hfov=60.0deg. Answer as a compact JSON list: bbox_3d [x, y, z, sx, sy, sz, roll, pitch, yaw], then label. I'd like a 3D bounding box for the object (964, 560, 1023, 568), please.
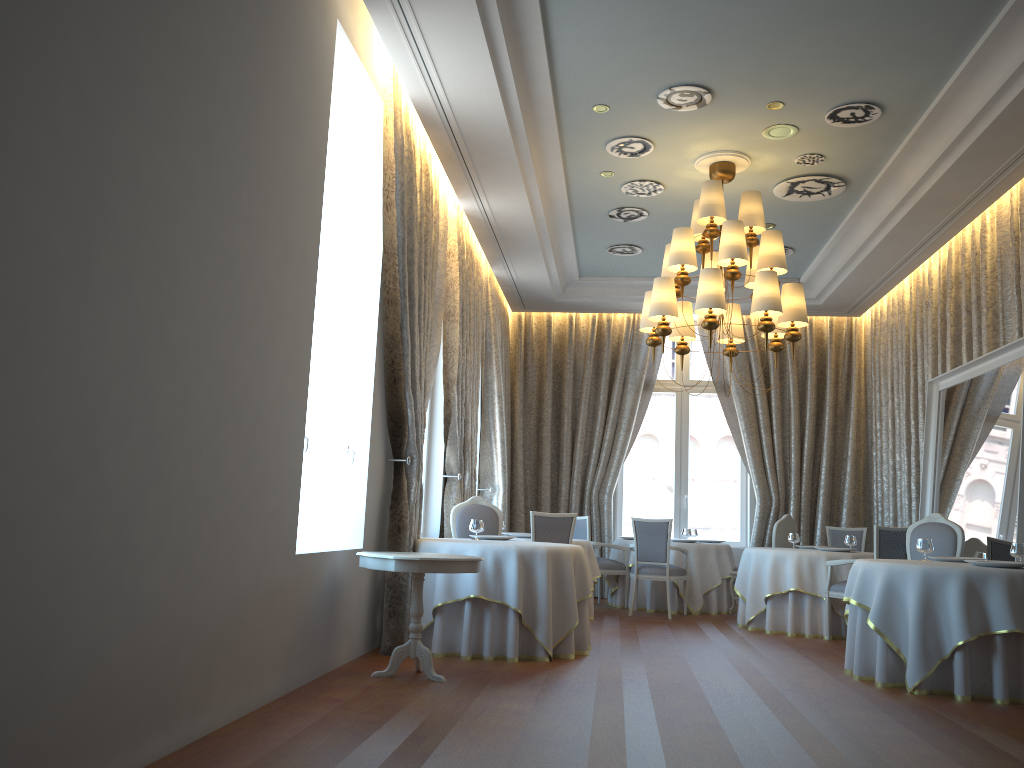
[{"bbox_3d":[3.297,1.220,6.010,0.419,0.036,0.419,2,-9,5],"label":"object"}]

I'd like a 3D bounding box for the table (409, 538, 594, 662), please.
[{"bbox_3d":[-0.161,1.731,7.232,1.663,0.890,1.667,3,-9,-4],"label":"table"}]

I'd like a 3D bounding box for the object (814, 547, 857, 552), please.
[{"bbox_3d":[3.332,1.703,9.121,0.419,0.036,0.419,2,-9,5],"label":"object"}]

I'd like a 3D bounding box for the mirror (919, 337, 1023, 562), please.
[{"bbox_3d":[4.096,1.057,7.897,0.385,2.564,2.251,1,-9,7],"label":"mirror"}]

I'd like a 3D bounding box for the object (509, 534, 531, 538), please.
[{"bbox_3d":[0.171,1.616,9.429,0.419,0.036,0.419,2,-9,5],"label":"object"}]

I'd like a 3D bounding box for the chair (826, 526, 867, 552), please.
[{"bbox_3d":[3.960,2.257,10.562,0.650,1.108,0.629,-2,-10,27],"label":"chair"}]

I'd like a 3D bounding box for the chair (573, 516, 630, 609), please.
[{"bbox_3d":[1.056,2.218,11.107,0.629,1.108,0.650,7,-10,-28],"label":"chair"}]

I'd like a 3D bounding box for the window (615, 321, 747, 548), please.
[{"bbox_3d":[2.485,0.684,12.974,1.881,3.306,0.196,1,-9,7],"label":"window"}]

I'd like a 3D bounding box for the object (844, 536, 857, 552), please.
[{"bbox_3d":[3.575,1.685,9.358,0.128,0.165,0.128,1,-9,7],"label":"object"}]

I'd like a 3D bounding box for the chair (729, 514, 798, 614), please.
[{"bbox_3d":[3.082,2.206,10.844,0.563,1.233,0.690,11,-12,-42],"label":"chair"}]

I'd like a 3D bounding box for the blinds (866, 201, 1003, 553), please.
[{"bbox_3d":[4.698,0.363,10.184,0.238,4.819,4.439,1,-9,7],"label":"blinds"}]

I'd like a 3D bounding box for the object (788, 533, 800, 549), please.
[{"bbox_3d":[3.116,1.734,9.799,0.128,0.165,0.128,1,-9,7],"label":"object"}]

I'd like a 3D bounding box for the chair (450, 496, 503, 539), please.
[{"bbox_3d":[-0.261,1.637,8.084,0.563,1.233,0.690,5,-9,-18],"label":"chair"}]

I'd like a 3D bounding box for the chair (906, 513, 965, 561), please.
[{"bbox_3d":[3.333,1.671,7.320,0.690,1.233,0.563,8,-10,-33],"label":"chair"}]

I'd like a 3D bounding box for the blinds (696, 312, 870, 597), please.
[{"bbox_3d":[3.820,0.686,12.399,2.476,4.901,0.386,1,-9,7],"label":"blinds"}]

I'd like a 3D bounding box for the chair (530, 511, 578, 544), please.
[{"bbox_3d":[0.290,1.824,8.769,0.650,1.108,0.629,5,-9,-18],"label":"chair"}]

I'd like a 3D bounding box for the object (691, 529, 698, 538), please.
[{"bbox_3d":[2.399,2.005,11.747,0.128,0.165,0.128,1,-9,7],"label":"object"}]

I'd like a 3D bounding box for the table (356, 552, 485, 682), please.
[{"bbox_3d":[-0.612,1.512,5.731,0.761,0.801,0.760,11,-12,-43],"label":"table"}]

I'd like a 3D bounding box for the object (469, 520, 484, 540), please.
[{"bbox_3d":[-0.296,1.221,7.428,0.128,0.165,0.128,4,-9,-11],"label":"object"}]

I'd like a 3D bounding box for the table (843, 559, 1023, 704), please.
[{"bbox_3d":[3.271,1.747,6.386,1.663,0.890,1.667,3,-9,-4],"label":"table"}]

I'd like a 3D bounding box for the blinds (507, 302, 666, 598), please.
[{"bbox_3d":[0.966,0.617,12.739,2.535,4.901,0.386,1,-9,7],"label":"blinds"}]

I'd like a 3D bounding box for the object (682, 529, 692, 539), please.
[{"bbox_3d":[2.234,1.935,11.343,0.128,0.165,0.128,1,-9,7],"label":"object"}]

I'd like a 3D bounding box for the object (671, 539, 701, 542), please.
[{"bbox_3d":[2.143,1.947,11.023,0.419,0.036,0.419,2,-9,5],"label":"object"}]

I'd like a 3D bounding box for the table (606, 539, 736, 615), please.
[{"bbox_3d":[2.057,2.470,11.395,1.667,0.890,1.663,-2,-10,25],"label":"table"}]

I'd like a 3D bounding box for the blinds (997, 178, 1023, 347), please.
[{"bbox_3d":[4.211,-0.322,5.893,0.238,4.819,4.439,1,-9,7],"label":"blinds"}]

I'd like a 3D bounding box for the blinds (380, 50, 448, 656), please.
[{"bbox_3d":[-0.790,-0.304,7.281,0.315,4.930,2.204,1,-9,7],"label":"blinds"}]

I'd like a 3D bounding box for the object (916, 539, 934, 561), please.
[{"bbox_3d":[3.139,1.261,6.737,0.128,0.165,0.128,-4,-11,36],"label":"object"}]

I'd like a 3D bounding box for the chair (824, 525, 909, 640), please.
[{"bbox_3d":[3.441,1.913,8.480,0.650,1.108,0.629,6,-10,-23],"label":"chair"}]

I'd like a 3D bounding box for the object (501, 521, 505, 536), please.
[{"bbox_3d":[-0.148,1.648,10.143,0.128,0.165,0.128,1,-9,7],"label":"object"}]

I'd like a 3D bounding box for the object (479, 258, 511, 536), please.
[{"bbox_3d":[-0.189,0.473,11.824,0.386,4.901,2.121,1,-9,7],"label":"object"}]

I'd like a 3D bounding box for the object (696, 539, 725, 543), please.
[{"bbox_3d":[2.554,2.030,11.450,0.419,0.036,0.419,2,-9,5],"label":"object"}]

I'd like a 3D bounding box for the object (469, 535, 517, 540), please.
[{"bbox_3d":[-0.164,1.336,7.712,0.419,0.036,0.419,2,-9,5],"label":"object"}]

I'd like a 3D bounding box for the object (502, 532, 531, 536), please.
[{"bbox_3d":[0.070,1.754,10.346,0.419,0.036,0.419,2,-9,5],"label":"object"}]

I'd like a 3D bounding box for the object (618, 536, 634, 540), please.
[{"bbox_3d":[1.570,1.978,11.380,0.419,0.036,0.419,2,-9,5],"label":"object"}]

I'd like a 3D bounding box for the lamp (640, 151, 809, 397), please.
[{"bbox_3d":[1.872,-0.985,7.917,1.373,2.121,1.373,-6,-12,44],"label":"lamp"}]

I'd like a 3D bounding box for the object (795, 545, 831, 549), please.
[{"bbox_3d":[3.385,1.830,9.930,0.419,0.036,0.419,2,-9,5],"label":"object"}]

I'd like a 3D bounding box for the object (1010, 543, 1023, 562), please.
[{"bbox_3d":[3.566,1.199,6.221,0.128,0.165,0.128,1,-9,7],"label":"object"}]

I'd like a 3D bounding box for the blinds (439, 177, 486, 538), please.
[{"bbox_3d":[-0.493,0.083,9.691,0.335,4.969,2.257,1,-9,7],"label":"blinds"}]

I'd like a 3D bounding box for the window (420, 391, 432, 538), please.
[{"bbox_3d":[-0.918,-0.153,8.507,0.259,3.306,1.882,1,-9,6],"label":"window"}]

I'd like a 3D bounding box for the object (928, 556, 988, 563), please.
[{"bbox_3d":[3.445,1.357,6.858,0.419,0.036,0.419,2,-9,5],"label":"object"}]

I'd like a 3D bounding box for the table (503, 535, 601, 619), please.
[{"bbox_3d":[0.140,2.145,9.821,1.667,0.890,1.663,2,-9,1],"label":"table"}]

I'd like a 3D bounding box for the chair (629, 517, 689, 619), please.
[{"bbox_3d":[1.676,2.120,10.302,0.650,1.108,0.629,-1,-9,22],"label":"chair"}]

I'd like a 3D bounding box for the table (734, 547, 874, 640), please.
[{"bbox_3d":[3.237,2.218,9.439,1.663,0.890,1.667,-1,-9,20],"label":"table"}]
